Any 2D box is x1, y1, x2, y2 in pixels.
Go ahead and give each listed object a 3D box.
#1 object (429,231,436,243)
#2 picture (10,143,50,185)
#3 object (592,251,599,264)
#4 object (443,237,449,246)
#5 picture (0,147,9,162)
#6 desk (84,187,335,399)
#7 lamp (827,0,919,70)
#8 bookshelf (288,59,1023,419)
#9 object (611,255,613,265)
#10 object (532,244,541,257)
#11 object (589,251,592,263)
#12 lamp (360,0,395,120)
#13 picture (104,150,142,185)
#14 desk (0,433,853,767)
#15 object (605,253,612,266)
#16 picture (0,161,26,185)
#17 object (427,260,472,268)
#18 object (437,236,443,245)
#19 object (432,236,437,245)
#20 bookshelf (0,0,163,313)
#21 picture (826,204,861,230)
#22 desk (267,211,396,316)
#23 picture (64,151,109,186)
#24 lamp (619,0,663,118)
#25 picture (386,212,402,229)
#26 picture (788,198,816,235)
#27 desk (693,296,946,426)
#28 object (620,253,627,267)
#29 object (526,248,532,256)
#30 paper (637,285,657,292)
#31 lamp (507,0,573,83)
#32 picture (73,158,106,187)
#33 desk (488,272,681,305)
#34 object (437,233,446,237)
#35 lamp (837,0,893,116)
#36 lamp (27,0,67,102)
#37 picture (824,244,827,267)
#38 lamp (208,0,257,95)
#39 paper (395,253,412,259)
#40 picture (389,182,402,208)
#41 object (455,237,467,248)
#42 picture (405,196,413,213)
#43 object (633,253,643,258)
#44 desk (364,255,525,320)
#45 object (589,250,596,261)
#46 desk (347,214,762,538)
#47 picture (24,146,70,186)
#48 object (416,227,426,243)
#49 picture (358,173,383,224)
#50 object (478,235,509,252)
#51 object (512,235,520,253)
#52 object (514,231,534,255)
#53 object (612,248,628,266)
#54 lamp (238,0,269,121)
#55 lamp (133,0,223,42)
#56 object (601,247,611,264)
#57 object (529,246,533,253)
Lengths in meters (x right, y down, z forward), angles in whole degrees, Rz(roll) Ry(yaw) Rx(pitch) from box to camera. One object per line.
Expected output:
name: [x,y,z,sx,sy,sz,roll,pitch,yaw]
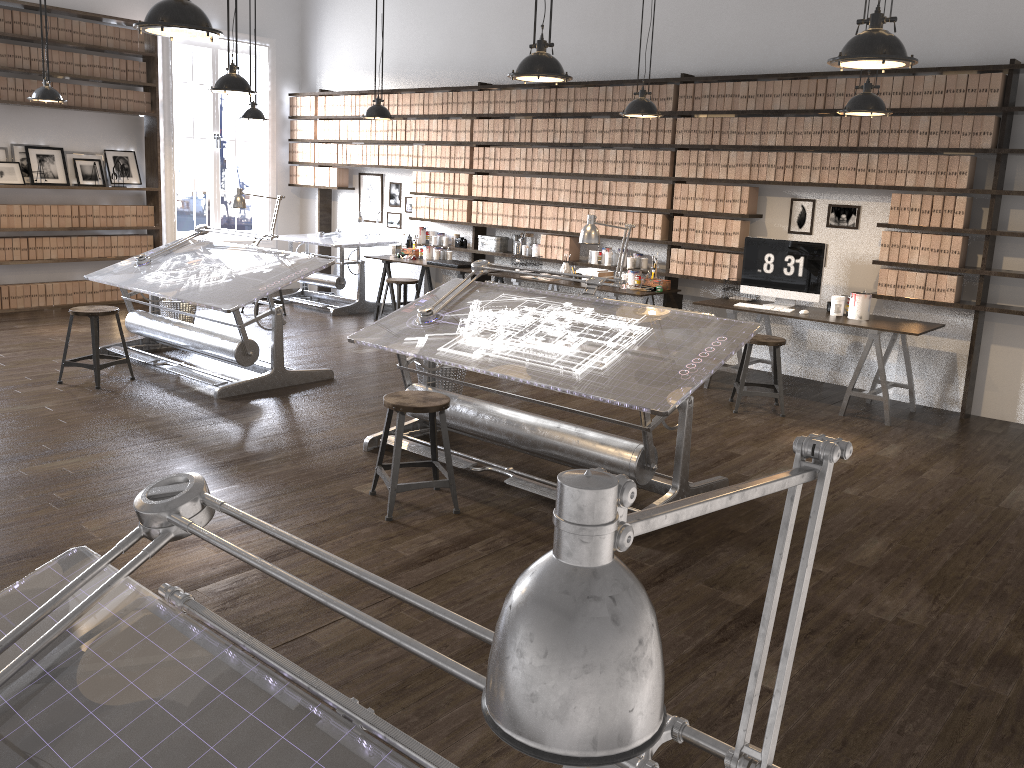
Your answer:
object: [-0.871,-1.606,9.700,0.070,0.129,0.071,0,11,-12]
picture: [-4.877,-2.228,9.008,0.091,0.402,0.371,11,14,39]
object: [0.772,-1.170,8.213,0.062,0.118,0.062,3,11,0]
object: [-0.711,-1.534,9.524,0.062,0.093,0.062,8,12,25]
picture: [-5.153,-2.145,8.685,0.083,0.362,0.417,11,15,39]
desk: [-2.348,-0.828,6.832,2.292,1.374,1.081,13,15,39]
lamp: [1.367,-2.264,3.039,0.311,2.232,0.315,6,11,19]
bookshelf: [0.795,-1.236,8.383,9.226,3.177,0.375,13,15,39]
object: [0.938,-1.144,8.195,0.054,0.100,0.054,-4,13,-33]
object: [0.250,-1.314,8.720,0.094,0.127,0.095,-8,15,-42]
object: [0.759,-1.186,8.281,0.063,0.117,0.063,1,11,-9]
lamp: [-1.159,-3.492,7.794,0.311,2.232,0.315,6,11,19]
picture: [-4.253,-2.368,9.684,0.161,0.361,0.344,12,15,39]
desk: [-0.165,0.722,0.629,2.080,1.374,1.081,13,15,39]
object: [0.884,-1.144,8.125,0.062,0.118,0.062,4,11,8]
picture: [-5.003,-2.084,8.761,0.145,0.227,0.301,12,15,39]
object: [-0.586,-1.194,8.807,0.448,0.033,0.313,13,17,39]
object: [-0.774,-1.542,9.548,0.063,0.092,0.063,8,12,25]
object: [-0.836,-1.553,9.580,0.062,0.093,0.062,8,12,25]
bookshelf: [-4.858,-1.918,9.052,0.414,3.689,2.485,11,14,39]
picture: [2.592,-1.309,6.927,0.252,0.182,0.023,13,14,39]
desk: [-1.989,-1.427,10.099,1.275,1.088,1.076,13,15,39]
picture: [-4.527,-2.283,9.418,0.096,0.358,0.436,11,15,39]
lamp: [0.960,-2.983,6.035,0.313,2.232,0.313,-2,12,-25]
picture: [-1.365,-1.897,10.264,0.252,0.182,0.023,13,14,39]
picture: [2.338,-1.350,7.143,0.202,0.282,0.022,12,14,39]
desk: [2.235,-0.205,6.663,1.677,0.663,0.658,13,16,39]
object: [1.019,-1.132,8.102,0.062,0.118,0.062,4,11,8]
object: [0.220,-1.317,8.797,0.181,0.092,0.062,-6,14,-36]
paper: [1.120,-0.808,7.481,0.138,0.038,0.156,-6,16,-34]
lamp: [0.185,-2.548,4.020,0.313,2.232,0.313,-2,12,-25]
picture: [-4.489,-2.244,9.407,0.127,0.288,0.291,12,15,39]
desk: [0.607,-0.597,8.015,1.677,0.663,0.658,13,16,39]
object: [-0.773,-1.584,9.670,0.094,0.127,0.096,-1,12,-19]
lamp: [2.143,-2.698,5.054,0.313,2.232,0.313,-2,12,-25]
lamp: [-3.976,-3.549,7.474,0.311,2.232,0.315,6,11,19]
picture: [2.406,-1.045,7.126,0.252,0.182,0.023,13,14,39]
lamp: [-1.797,-3.025,5.665,0.313,2.232,0.313,-3,12,-29]
paper: [-1.159,-1.357,9.373,0.155,0.038,0.138,9,14,24]
picture: [-1.343,-2.181,10.206,0.202,0.282,0.022,12,14,39]
object: [-0.553,-1.500,9.376,0.172,0.108,0.091,13,15,39]
picture: [-1.121,-2.027,10.035,0.252,0.182,0.023,13,14,39]
object: [1.151,-1.129,8.100,0.094,0.128,0.095,8,13,26]
desk: [-0.736,-0.920,9.129,1.677,0.663,0.658,13,16,39]
object: [0.754,-1.202,8.347,0.062,0.118,0.062,1,11,-9]
desk: [0.202,-0.215,4.715,2.080,1.374,1.081,13,15,39]
picture: [-4.756,-2.230,9.071,0.149,0.388,0.375,11,15,39]
object: [-0.998,-1.631,9.706,0.107,0.175,0.108,12,15,41]
picture: [-1.670,-2.200,10.472,0.417,0.569,0.040,12,14,39]
object: [-0.194,-1.446,9.124,0.318,0.151,0.194,13,16,38]
object: [0.041,-1.427,9.040,0.079,0.186,0.079,6,11,19]
object: [0.101,-1.437,8.883,0.182,0.269,0.157,8,12,24]
object: [0.986,-1.166,8.169,0.095,0.160,0.206,12,15,40]
lamp: [-2.643,-3.848,9.021,0.311,2.232,0.315,6,11,19]
lamp: [-1.176,-2.382,3.065,0.313,2.245,0.313,-2,12,-25]
object: [0.881,-1.188,8.242,0.095,0.160,0.094,11,14,35]
object: [0.198,-1.331,8.836,0.062,0.092,0.064,3,11,2]
